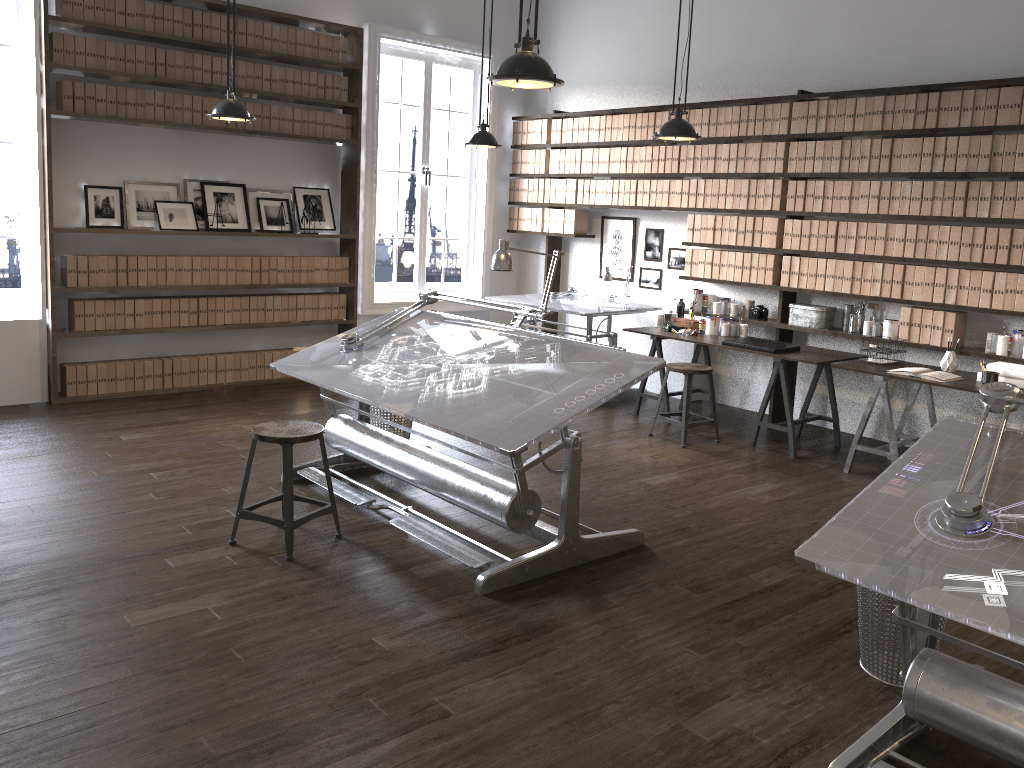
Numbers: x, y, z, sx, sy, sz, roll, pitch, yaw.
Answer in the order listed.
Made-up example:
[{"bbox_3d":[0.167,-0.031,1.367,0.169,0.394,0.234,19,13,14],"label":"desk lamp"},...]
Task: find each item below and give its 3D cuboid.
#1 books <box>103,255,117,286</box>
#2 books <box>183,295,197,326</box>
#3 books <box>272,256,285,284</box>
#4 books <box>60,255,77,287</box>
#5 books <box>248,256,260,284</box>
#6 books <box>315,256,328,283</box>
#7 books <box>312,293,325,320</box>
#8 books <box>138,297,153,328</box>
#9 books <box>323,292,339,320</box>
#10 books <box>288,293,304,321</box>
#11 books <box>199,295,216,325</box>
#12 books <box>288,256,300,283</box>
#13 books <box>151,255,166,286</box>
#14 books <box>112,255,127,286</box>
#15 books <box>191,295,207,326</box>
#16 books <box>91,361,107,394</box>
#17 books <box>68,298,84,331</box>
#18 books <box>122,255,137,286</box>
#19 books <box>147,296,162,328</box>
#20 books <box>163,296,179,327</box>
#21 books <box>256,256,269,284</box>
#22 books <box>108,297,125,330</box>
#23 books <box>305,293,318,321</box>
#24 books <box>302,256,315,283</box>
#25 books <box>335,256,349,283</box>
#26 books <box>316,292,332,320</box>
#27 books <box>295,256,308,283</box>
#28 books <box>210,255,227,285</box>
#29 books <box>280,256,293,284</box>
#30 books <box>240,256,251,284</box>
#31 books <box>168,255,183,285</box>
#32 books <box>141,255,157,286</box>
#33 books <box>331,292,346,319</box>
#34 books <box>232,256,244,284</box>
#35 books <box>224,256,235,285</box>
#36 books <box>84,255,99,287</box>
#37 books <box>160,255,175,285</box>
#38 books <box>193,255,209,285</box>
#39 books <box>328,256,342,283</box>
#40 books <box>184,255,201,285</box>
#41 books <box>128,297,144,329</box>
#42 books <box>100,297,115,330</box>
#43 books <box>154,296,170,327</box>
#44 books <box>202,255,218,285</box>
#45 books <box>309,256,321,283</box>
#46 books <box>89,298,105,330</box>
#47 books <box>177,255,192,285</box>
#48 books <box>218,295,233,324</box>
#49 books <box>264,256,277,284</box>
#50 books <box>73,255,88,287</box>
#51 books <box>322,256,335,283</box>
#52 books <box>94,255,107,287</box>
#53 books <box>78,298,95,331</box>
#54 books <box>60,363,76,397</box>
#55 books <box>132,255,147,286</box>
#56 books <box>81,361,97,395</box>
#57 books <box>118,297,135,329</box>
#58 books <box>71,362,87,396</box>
[{"bbox_3d":[-3.015,-0.846,6.612,0.067,0.224,0.175,-4,12,-40],"label":"books"},{"bbox_3d":[-2.569,-0.583,7.048,0.067,0.224,0.175,-4,12,-40],"label":"books"},{"bbox_3d":[-1.987,-0.964,7.478,0.067,0.224,0.175,-4,12,-40],"label":"books"},{"bbox_3d":[-3.221,-0.822,6.433,0.067,0.224,0.175,-4,12,-40],"label":"books"},{"bbox_3d":[-2.158,-0.945,7.339,0.067,0.224,0.175,-4,12,-40],"label":"books"},{"bbox_3d":[-1.678,-1.000,7.739,0.067,0.224,0.175,-4,12,-40],"label":"books"},{"bbox_3d":[-1.711,-0.681,7.768,0.067,0.224,0.175,-4,12,-40],"label":"books"},{"bbox_3d":[-2.832,-0.552,6.823,0.067,0.224,0.175,-4,12,-40],"label":"books"},{"bbox_3d":[-1.609,-0.694,7.862,0.067,0.224,0.175,-4,12,-40],"label":"books"},{"bbox_3d":[-1.865,-0.663,7.638,0.067,0.224,0.175,-4,12,-40],"label":"books"},{"bbox_3d":[-2.455,-0.596,7.145,0.067,0.224,0.175,-4,12,-40],"label":"books"},{"bbox_3d":[-1.882,-0.977,7.573,0.067,0.224,0.175,-4,12,-40],"label":"books"},{"bbox_3d":[-2.739,-0.878,6.846,0.067,0.224,0.175,-4,12,-40],"label":"books"},{"bbox_3d":[-2.955,-0.852,6.656,0.067,0.224,0.175,-4,12,-40],"label":"books"},{"bbox_3d":[-2.508,-0.589,7.093,0.067,0.224,0.175,-4,12,-40],"label":"books"},{"bbox_3d":[-3.111,-0.049,6.671,0.067,0.224,0.175,-4,12,-40],"label":"books"},{"bbox_3d":[-3.202,-0.508,6.503,0.067,0.224,0.175,-4,12,-40],"label":"books"},{"bbox_3d":[-2.901,-0.859,6.709,0.067,0.224,0.175,-4,12,-40],"label":"books"},{"bbox_3d":[-2.778,-0.557,6.863,0.067,0.224,0.175,-4,12,-40],"label":"books"},{"bbox_3d":[-2.677,-0.571,6.956,0.067,0.224,0.175,-4,12,-40],"label":"books"},{"bbox_3d":[-2.098,-0.951,7.383,0.067,0.224,0.175,-4,12,-40],"label":"books"},{"bbox_3d":[-2.989,-0.534,6.690,0.067,0.224,0.175,-4,12,-40],"label":"books"},{"bbox_3d":[-1.765,-0.676,7.728,0.067,0.224,0.175,-4,12,-40],"label":"books"},{"bbox_3d":[-1.779,-0.989,7.658,0.067,0.224,0.175,-4,12,-40],"label":"books"},{"bbox_3d":[-1.521,-1.017,7.871,0.067,0.224,0.175,-4,12,-40],"label":"books"},{"bbox_3d":[-1.663,-0.688,7.816,0.067,0.224,0.175,-4,12,-40],"label":"books"},{"bbox_3d":[-1.827,-0.982,7.612,0.067,0.224,0.175,-4,12,-40],"label":"books"},{"bbox_3d":[-2.372,-0.920,7.153,0.067,0.224,0.175,-4,12,-40],"label":"books"},{"bbox_3d":[-1.936,-0.971,7.527,0.067,0.224,0.175,-4,12,-40],"label":"books"},{"bbox_3d":[-2.214,-0.938,7.288,0.067,0.224,0.175,-4,12,-40],"label":"books"},{"bbox_3d":[-2.636,-0.890,6.932,0.067,0.224,0.175,-4,12,-40],"label":"books"},{"bbox_3d":[-2.793,-0.872,6.800,0.067,0.224,0.175,-4,12,-40],"label":"books"},{"bbox_3d":[-1.553,-0.700,7.904,0.067,0.224,0.175,-4,12,-40],"label":"books"},{"bbox_3d":[-2.259,-0.932,7.244,0.067,0.224,0.175,-4,12,-40],"label":"books"},{"bbox_3d":[-2.314,-0.926,7.198,0.067,0.224,0.175,-4,12,-40],"label":"books"},{"bbox_3d":[-3.108,-0.834,6.524,0.067,0.224,0.175,-4,12,-40],"label":"books"},{"bbox_3d":[-2.684,-0.883,6.885,0.067,0.224,0.175,-4,12,-40],"label":"books"},{"bbox_3d":[-2.479,-0.908,7.065,0.067,0.224,0.175,-4,12,-40],"label":"books"},{"bbox_3d":[-1.575,-1.013,7.834,0.067,0.224,0.175,-4,12,-40],"label":"books"},{"bbox_3d":[-2.530,-0.901,7.016,0.067,0.224,0.175,-4,12,-40],"label":"books"},{"bbox_3d":[-2.879,-0.547,6.781,0.067,0.224,0.175,-4,12,-40],"label":"books"},{"bbox_3d":[-3.043,-0.529,6.647,0.067,0.224,0.175,-4,12,-40],"label":"books"},{"bbox_3d":[-2.731,-0.564,6.910,0.067,0.224,0.175,-4,12,-40],"label":"books"},{"bbox_3d":[-2.427,-0.914,7.111,0.067,0.224,0.175,-4,12,-40],"label":"books"},{"bbox_3d":[-1.730,-0.994,7.698,0.067,0.224,0.175,-4,12,-40],"label":"books"},{"bbox_3d":[-3.094,-0.522,6.599,0.067,0.224,0.175,-4,12,-40],"label":"books"},{"bbox_3d":[-2.587,-0.895,6.971,0.067,0.224,0.175,-4,12,-40],"label":"books"},{"bbox_3d":[-2.348,-0.608,7.231,0.067,0.224,0.175,-4,12,-40],"label":"books"},{"bbox_3d":[-2.044,-0.959,7.436,0.067,0.224,0.175,-4,12,-40],"label":"books"},{"bbox_3d":[-3.163,-0.827,6.477,0.067,0.224,0.175,-4,12,-40],"label":"books"},{"bbox_3d":[-1.627,-1.006,7.788,0.067,0.224,0.175,-4,12,-40],"label":"books"},{"bbox_3d":[-3.063,-0.840,6.568,0.067,0.224,0.175,-4,12,-40],"label":"books"},{"bbox_3d":[-3.147,-0.515,6.549,0.067,0.224,0.175,-4,12,-40],"label":"books"},{"bbox_3d":[-3.276,-0.031,6.536,0.067,0.224,0.175,-4,12,-40],"label":"books"},{"bbox_3d":[-2.844,-0.865,6.751,0.067,0.224,0.175,-4,12,-40],"label":"books"},{"bbox_3d":[-3.165,-0.043,6.622,0.067,0.224,0.175,-4,12,-40],"label":"books"},{"bbox_3d":[-2.933,-0.540,6.733,0.067,0.224,0.175,-4,12,-40],"label":"books"},{"bbox_3d":[-3.221,-0.037,6.580,0.067,0.224,0.175,-4,12,-40],"label":"books"}]
